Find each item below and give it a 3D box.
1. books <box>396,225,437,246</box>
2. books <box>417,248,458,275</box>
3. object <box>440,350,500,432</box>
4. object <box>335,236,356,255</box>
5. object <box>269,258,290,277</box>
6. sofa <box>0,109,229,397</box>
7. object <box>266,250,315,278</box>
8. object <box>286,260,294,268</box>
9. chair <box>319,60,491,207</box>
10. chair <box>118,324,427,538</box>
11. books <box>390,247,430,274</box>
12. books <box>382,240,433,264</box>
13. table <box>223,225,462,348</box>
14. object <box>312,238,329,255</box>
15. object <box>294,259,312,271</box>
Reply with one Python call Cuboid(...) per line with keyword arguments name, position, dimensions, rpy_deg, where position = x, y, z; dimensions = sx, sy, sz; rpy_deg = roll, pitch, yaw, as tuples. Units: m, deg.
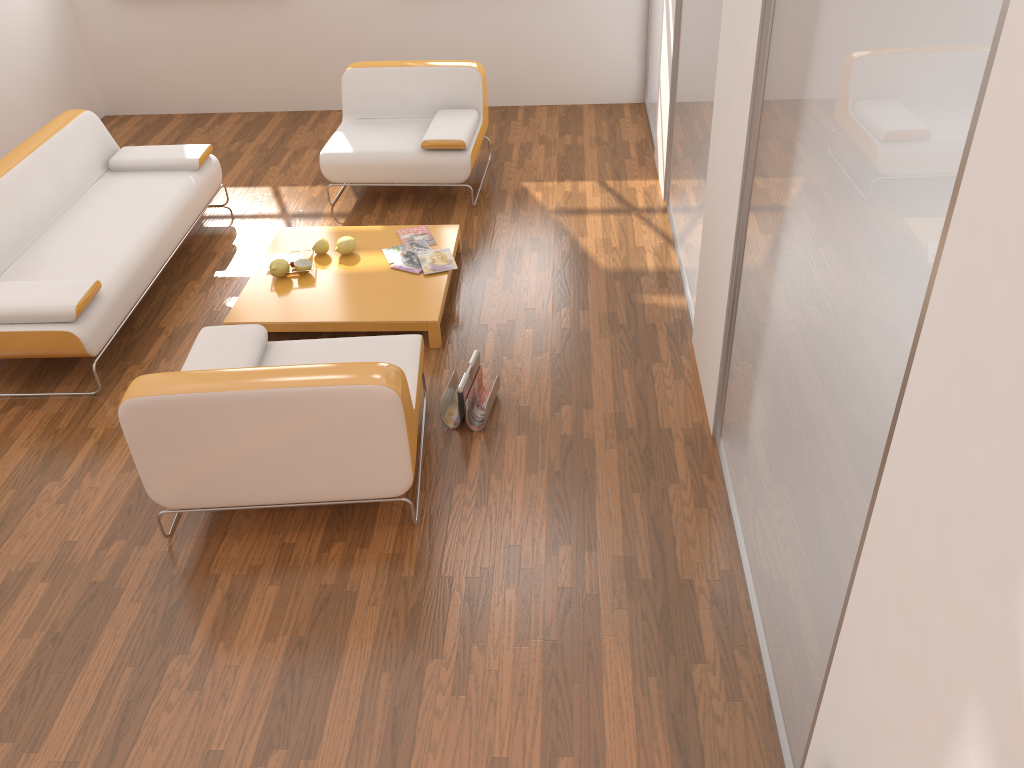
Cuboid(name="books", position=(-0.512, -0.784, 4.734), dimensions=(0.171, 0.004, 0.249), rpy_deg=(-12, 37, -12))
Cuboid(name="books", position=(-0.380, -0.624, 4.487), dimensions=(0.171, 0.004, 0.249), rpy_deg=(-10, 36, -10))
Cuboid(name="object", position=(-0.173, 0.023, 3.662), dimensions=(0.189, 0.217, 0.281), rpy_deg=(5, 36, 11))
Cuboid(name="object", position=(-0.860, -0.717, 4.589), dimensions=(0.105, 0.091, 0.103), rpy_deg=(-4, 36, -1))
Cuboid(name="object", position=(-1.154, -0.580, 4.410), dimensions=(0.102, 0.095, 0.101), rpy_deg=(-19, 39, -21))
Cuboid(name="sofa", position=(-2.204, -0.793, 4.562), dimensions=(0.825, 0.661, 2.010), rpy_deg=(-1, 36, 3))
Cuboid(name="object", position=(-1.111, -0.595, 4.475), dimensions=(0.227, 0.048, 0.227), rpy_deg=(-6, 36, -5))
Cuboid(name="object", position=(-1.124, -0.613, 4.496), dimensions=(0.134, 0.037, 0.061), rpy_deg=(4, 36, 10))
Cuboid(name="chair", position=(-0.653, -1.570, 5.532), dimensions=(0.923, 0.661, 0.825), rpy_deg=(2, 36, 6))
Cuboid(name="chair", position=(-0.806, 0.044, 3.294), dimensions=(0.923, 0.661, 0.825), rpy_deg=(-3, 36, 0))
Cuboid(name="books", position=(-0.486, -0.632, 4.513), dimensions=(0.171, 0.004, 0.249), rpy_deg=(14, 39, 22))
Cuboid(name="books", position=(-0.539, -0.685, 4.598), dimensions=(0.249, 0.004, 0.171), rpy_deg=(-15, 37, -17))
Cuboid(name="table", position=(-0.808, -0.517, 4.516), dimensions=(1.000, 0.150, 1.000), rpy_deg=(0, 36, 4))
Cuboid(name="object", position=(-0.990, -0.714, 4.598), dimensions=(0.080, 0.087, 0.094), rpy_deg=(17, 40, 26))
Cuboid(name="object", position=(-1.042, -0.583, 4.441), dimensions=(0.091, 0.065, 0.092), rpy_deg=(-24, 41, -27))
